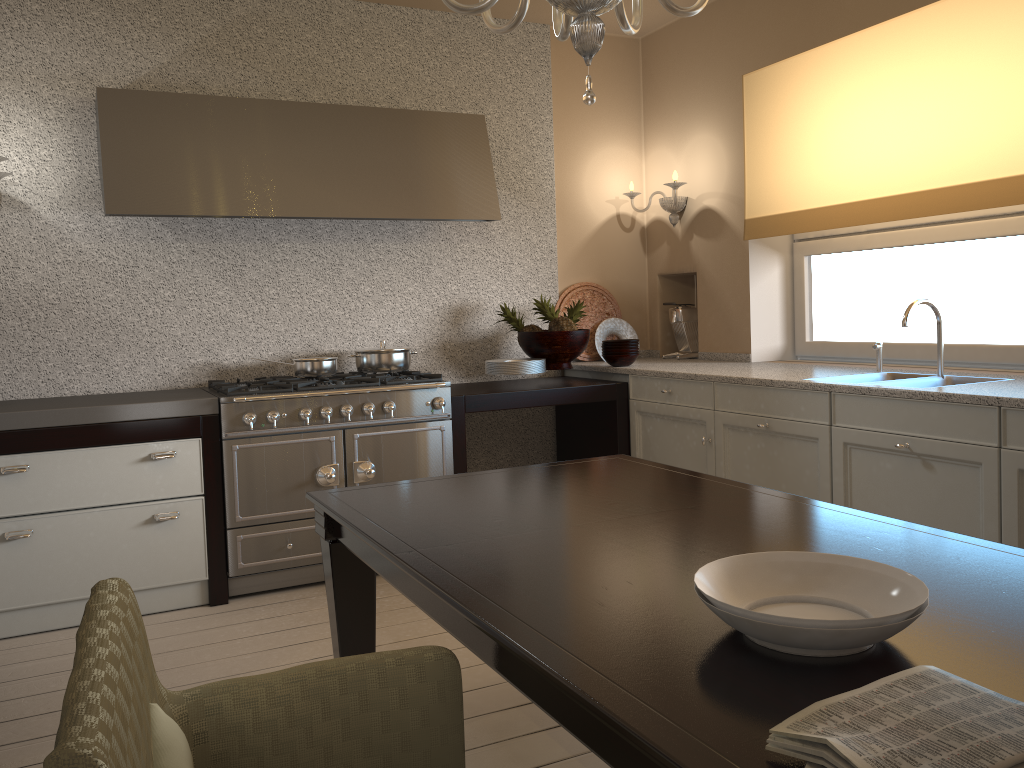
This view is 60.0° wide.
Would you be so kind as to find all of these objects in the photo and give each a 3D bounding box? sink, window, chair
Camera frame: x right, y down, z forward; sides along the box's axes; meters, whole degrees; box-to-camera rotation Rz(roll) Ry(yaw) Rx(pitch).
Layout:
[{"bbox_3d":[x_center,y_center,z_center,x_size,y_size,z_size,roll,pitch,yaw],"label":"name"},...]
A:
[{"bbox_3d":[1.365,-0.057,3.098,0.459,0.480,0.539,-4,4,-26],"label":"sink"},{"bbox_3d":[2.166,-0.697,2.752,0.047,1.350,3.571,-3,4,-26],"label":"window"},{"bbox_3d":[-0.202,0.649,1.025,0.562,0.800,0.564,-3,3,-20],"label":"chair"}]

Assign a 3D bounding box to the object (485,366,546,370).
[{"bbox_3d":[0.017,-0.071,4.072,0.279,0.011,0.278,-6,6,-38],"label":"object"}]

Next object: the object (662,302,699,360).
[{"bbox_3d":[1.010,-0.295,4.824,0.391,0.306,0.383,-4,4,-26],"label":"object"}]

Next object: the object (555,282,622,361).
[{"bbox_3d":[0.413,-0.337,4.800,0.431,0.429,0.064,-4,3,-26],"label":"object"}]

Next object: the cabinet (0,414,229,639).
[{"bbox_3d":[-1.619,0.489,3.420,0.897,0.723,0.637,-4,4,-26],"label":"cabinet"}]

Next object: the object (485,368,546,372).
[{"bbox_3d":[0.017,-0.063,4.072,0.279,0.011,0.278,-6,6,-38],"label":"object"}]

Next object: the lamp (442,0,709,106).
[{"bbox_3d":[0.130,-1.098,1.682,0.675,1.126,0.702,-2,3,-8],"label":"lamp"}]

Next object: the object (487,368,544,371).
[{"bbox_3d":[0.016,-0.066,4.072,0.279,0.011,0.278,-6,6,-38],"label":"object"}]

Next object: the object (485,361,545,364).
[{"bbox_3d":[0.016,-0.096,4.070,0.279,0.011,0.278,-6,6,-38],"label":"object"}]

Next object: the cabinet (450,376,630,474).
[{"bbox_3d":[0.022,0.365,4.231,0.897,0.723,0.601,-4,4,-26],"label":"cabinet"}]

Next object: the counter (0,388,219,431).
[{"bbox_3d":[-1.639,0.094,3.415,0.897,0.062,0.601,-4,5,-26],"label":"counter"}]

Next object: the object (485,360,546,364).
[{"bbox_3d":[0.015,-0.099,4.071,0.279,0.011,0.278,-6,6,-38],"label":"object"}]

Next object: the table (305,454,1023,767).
[{"bbox_3d":[0.353,0.616,1.489,0.919,0.652,1.993,-4,5,-26],"label":"table"}]

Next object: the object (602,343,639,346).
[{"bbox_3d":[0.527,-0.168,4.303,0.180,0.064,0.180,-3,5,-18],"label":"object"}]

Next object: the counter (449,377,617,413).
[{"bbox_3d":[0.010,0.044,4.217,0.765,0.079,0.601,-4,5,-26],"label":"counter"}]

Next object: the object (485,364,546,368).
[{"bbox_3d":[0.016,-0.080,4.073,0.279,0.011,0.278,-6,6,-38],"label":"object"}]

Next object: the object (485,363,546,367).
[{"bbox_3d":[0.016,-0.085,4.071,0.279,0.011,0.278,-6,6,-38],"label":"object"}]

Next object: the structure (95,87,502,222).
[{"bbox_3d":[-0.904,-0.965,3.908,1.663,0.509,0.480,-4,4,-26],"label":"structure"}]

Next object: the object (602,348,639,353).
[{"bbox_3d":[0.527,-0.141,4.304,0.180,0.063,0.180,2,6,42],"label":"object"}]

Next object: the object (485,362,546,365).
[{"bbox_3d":[0.016,-0.091,4.071,0.279,0.011,0.278,-6,6,-38],"label":"object"}]

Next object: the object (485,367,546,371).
[{"bbox_3d":[0.016,-0.068,4.072,0.279,0.011,0.278,-6,6,-38],"label":"object"}]

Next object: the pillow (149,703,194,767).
[{"bbox_3d":[-0.310,0.525,0.994,0.192,0.294,0.441,-4,4,-26],"label":"pillow"}]

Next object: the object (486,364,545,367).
[{"bbox_3d":[0.016,-0.083,4.072,0.279,0.011,0.278,-6,6,-38],"label":"object"}]

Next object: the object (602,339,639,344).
[{"bbox_3d":[0.529,-0.182,4.304,0.180,0.065,0.180,-3,5,-18],"label":"object"}]

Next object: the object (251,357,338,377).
[{"bbox_3d":[-0.950,-0.081,3.936,0.370,0.090,0.198,-1,4,16],"label":"object"}]

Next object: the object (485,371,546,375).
[{"bbox_3d":[0.017,-0.049,4.073,0.279,0.011,0.278,-6,6,-38],"label":"object"}]

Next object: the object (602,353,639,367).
[{"bbox_3d":[0.528,-0.114,4.306,0.180,0.063,0.180,2,6,42],"label":"object"}]

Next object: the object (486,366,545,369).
[{"bbox_3d":[0.015,-0.074,4.072,0.279,0.011,0.278,-6,6,-38],"label":"object"}]

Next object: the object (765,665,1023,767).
[{"bbox_3d":[0.376,0.322,0.805,0.233,0.051,0.165,-4,5,-26],"label":"object"}]

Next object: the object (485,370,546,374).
[{"bbox_3d":[0.017,-0.055,4.073,0.279,0.011,0.278,-6,6,-38],"label":"object"}]

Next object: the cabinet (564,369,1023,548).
[{"bbox_3d":[1.524,0.386,3.038,0.847,0.770,4.227,-4,5,-26],"label":"cabinet"}]

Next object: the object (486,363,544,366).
[{"bbox_3d":[0.016,-0.088,4.071,0.279,0.011,0.278,-6,6,-38],"label":"object"}]

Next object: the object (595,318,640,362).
[{"bbox_3d":[0.567,-0.224,4.797,0.282,0.272,0.093,-4,3,-24],"label":"object"}]

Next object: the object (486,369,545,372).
[{"bbox_3d":[0.017,-0.060,4.073,0.279,0.011,0.278,-6,6,-38],"label":"object"}]

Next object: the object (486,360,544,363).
[{"bbox_3d":[0.015,-0.102,4.071,0.279,0.011,0.278,-6,6,-38],"label":"object"}]

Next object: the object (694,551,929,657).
[{"bbox_3d":[0.377,0.284,1.131,0.282,0.066,0.282,-5,5,-31],"label":"object"}]

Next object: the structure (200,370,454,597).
[{"bbox_3d":[-0.781,0.374,3.782,0.930,0.804,0.706,-4,4,-26],"label":"structure"}]

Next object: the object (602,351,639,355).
[{"bbox_3d":[0.528,-0.127,4.305,0.180,0.063,0.180,2,6,42],"label":"object"}]

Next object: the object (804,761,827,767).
[{"bbox_3d":[0.381,0.339,0.770,0.232,0.026,0.165,1,5,29],"label":"object"}]

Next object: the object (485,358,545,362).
[{"bbox_3d":[0.015,-0.105,4.071,0.279,0.011,0.278,-6,6,-38],"label":"object"}]

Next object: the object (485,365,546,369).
[{"bbox_3d":[0.016,-0.077,4.072,0.279,0.011,0.278,-6,6,-38],"label":"object"}]

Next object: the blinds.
[{"bbox_3d":[1.879,-0.973,2.629,0.022,0.781,3.554,-3,5,-26],"label":"blinds"}]

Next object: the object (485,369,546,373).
[{"bbox_3d":[0.017,-0.057,4.073,0.279,0.011,0.278,-6,6,-38],"label":"object"}]

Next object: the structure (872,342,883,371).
[{"bbox_3d":[1.442,-0.096,3.487,0.037,0.135,0.024,-3,3,-26],"label":"structure"}]

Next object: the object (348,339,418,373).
[{"bbox_3d":[-0.589,-0.131,4.054,0.265,0.145,0.266,0,4,22],"label":"object"}]

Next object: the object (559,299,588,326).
[{"bbox_3d":[0.276,-0.286,4.419,0.276,0.284,0.138,-5,4,-41],"label":"object"}]

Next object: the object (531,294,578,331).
[{"bbox_3d":[0.200,-0.305,4.273,0.161,0.278,0.269,-5,5,-44],"label":"object"}]

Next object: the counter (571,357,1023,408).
[{"bbox_3d":[1.459,-0.019,2.992,0.653,0.067,4.244,-4,5,-26],"label":"counter"}]

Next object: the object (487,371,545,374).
[{"bbox_3d":[0.017,-0.052,4.072,0.279,0.011,0.278,-6,6,-38],"label":"object"}]

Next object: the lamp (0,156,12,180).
[{"bbox_3d":[-2.011,-0.723,3.293,0.269,0.340,0.480,-4,4,-28],"label":"lamp"}]

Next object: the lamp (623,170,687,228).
[{"bbox_3d":[0.803,-0.956,4.653,0.264,0.266,0.480,-4,5,-27],"label":"lamp"}]

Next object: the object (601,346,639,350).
[{"bbox_3d":[0.525,-0.156,4.303,0.180,0.066,0.180,-5,5,-33],"label":"object"}]

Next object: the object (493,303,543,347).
[{"bbox_3d":[0.046,-0.271,4.331,0.278,0.284,0.138,-1,3,20],"label":"object"}]

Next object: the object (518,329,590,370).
[{"bbox_3d":[0.206,-0.168,4.319,0.352,0.187,0.351,-6,6,-43],"label":"object"}]

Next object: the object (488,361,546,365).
[{"bbox_3d":[0.016,-0.094,4.071,0.279,0.011,0.278,-6,6,-38],"label":"object"}]
